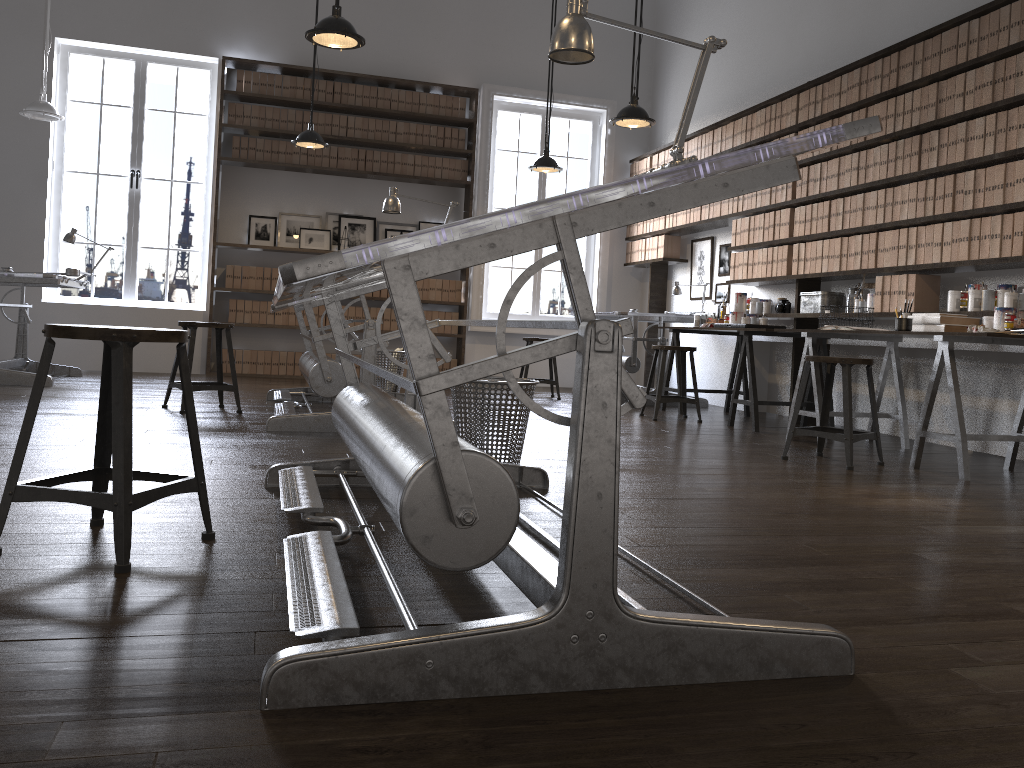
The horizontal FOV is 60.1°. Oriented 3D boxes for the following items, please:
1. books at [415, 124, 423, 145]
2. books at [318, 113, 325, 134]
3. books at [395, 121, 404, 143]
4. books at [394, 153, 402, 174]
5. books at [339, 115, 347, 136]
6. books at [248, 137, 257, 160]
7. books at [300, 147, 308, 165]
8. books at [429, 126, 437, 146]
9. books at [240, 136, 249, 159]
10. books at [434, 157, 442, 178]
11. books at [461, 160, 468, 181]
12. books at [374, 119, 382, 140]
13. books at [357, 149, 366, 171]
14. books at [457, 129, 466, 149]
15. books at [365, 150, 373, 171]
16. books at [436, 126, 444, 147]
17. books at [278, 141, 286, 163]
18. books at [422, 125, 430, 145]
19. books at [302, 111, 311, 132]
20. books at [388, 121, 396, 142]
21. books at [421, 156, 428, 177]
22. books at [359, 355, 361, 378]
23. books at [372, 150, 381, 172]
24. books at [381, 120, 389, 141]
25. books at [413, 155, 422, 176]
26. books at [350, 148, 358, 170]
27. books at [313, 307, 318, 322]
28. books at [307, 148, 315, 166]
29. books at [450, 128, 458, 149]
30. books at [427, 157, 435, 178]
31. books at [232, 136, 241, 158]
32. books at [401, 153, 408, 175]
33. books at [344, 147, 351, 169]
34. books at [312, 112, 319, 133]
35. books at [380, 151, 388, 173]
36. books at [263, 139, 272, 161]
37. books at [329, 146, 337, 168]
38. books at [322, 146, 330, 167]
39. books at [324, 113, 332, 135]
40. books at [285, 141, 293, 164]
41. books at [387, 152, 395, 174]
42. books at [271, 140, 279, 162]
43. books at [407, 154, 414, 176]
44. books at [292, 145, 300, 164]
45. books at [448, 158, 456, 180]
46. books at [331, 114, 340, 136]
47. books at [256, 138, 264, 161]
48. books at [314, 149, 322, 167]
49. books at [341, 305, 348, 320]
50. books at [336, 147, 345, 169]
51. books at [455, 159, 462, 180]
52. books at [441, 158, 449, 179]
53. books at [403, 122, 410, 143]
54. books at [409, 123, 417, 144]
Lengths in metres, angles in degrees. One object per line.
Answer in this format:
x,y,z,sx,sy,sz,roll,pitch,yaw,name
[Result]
-0.952,-2.502,8.972,0.066,0.225,0.175,3,1,-16,books
-1.880,-2.536,8.713,0.066,0.225,0.175,3,1,-16,books
-1.141,-2.509,8.917,0.066,0.225,0.175,3,1,-16,books
-1.162,-2.198,8.914,0.067,0.226,0.175,3,1,-16,books
-1.679,-2.529,8.768,0.066,0.225,0.175,3,1,-16,books
-2.507,-2.248,8.549,0.066,0.225,0.175,3,1,-16,books
-2.041,-2.230,8.672,0.067,0.226,0.175,3,1,-16,books
-0.815,-2.497,9.006,0.066,0.225,0.175,3,1,-16,books
-2.577,-2.250,8.524,0.067,0.226,0.175,3,1,-16,books
-0.766,-2.183,9.027,0.066,0.225,0.175,3,1,-16,books
-0.505,-2.174,9.101,0.066,0.225,0.175,3,1,-16,books
-1.347,-2.517,8.864,0.066,0.225,0.175,3,1,-16,books
-1.504,-2.210,8.820,0.067,0.226,0.175,3,1,-16,books
-0.530,-2.487,9.087,0.066,0.225,0.175,3,1,-16,books
-1.433,-2.208,8.846,0.066,0.225,0.175,3,1,-16,books
-0.747,-2.495,9.029,0.066,0.225,0.175,3,1,-16,books
-2.235,-2.237,8.617,0.067,0.226,0.175,3,1,-16,books
-0.884,-2.500,8.991,0.066,0.225,0.175,3,1,-16,books
-2.013,-2.541,8.673,0.067,0.226,0.175,3,1,-16,books
-1.210,-2.512,8.895,0.067,0.226,0.175,3,1,-16,books
-0.901,-2.188,8.992,0.066,0.225,0.175,3,1,-16,books
-1.500,-0.177,8.863,0.067,0.226,0.175,3,1,-16,books
-1.364,-2.205,8.860,0.066,0.225,0.175,3,1,-16,books
-1.279,-2.514,8.880,0.066,0.225,0.175,3,1,-16,books
-0.968,-2.191,8.969,0.067,0.226,0.175,3,1,-16,books
-1.577,-2.213,8.806,0.066,0.225,0.175,3,1,-16,books
-1.952,-0.676,8.730,0.066,0.225,0.175,3,1,-16,books
-1.974,-2.228,8.695,0.066,0.225,0.175,3,1,-16,books
-0.604,-2.489,9.069,0.066,0.225,0.175,3,1,-16,books
-0.834,-2.186,9.012,0.066,0.225,0.175,3,1,-16,books
-2.650,-2.253,8.509,0.066,0.225,0.175,3,1,-16,books
-1.099,-2.196,8.936,0.066,0.225,0.175,3,1,-16,books
-1.639,-2.216,8.786,0.066,0.225,0.175,3,1,-16,books
-1.943,-2.539,8.698,0.066,0.225,0.175,3,1,-16,books
-1.297,-2.203,8.883,0.066,0.225,0.175,3,1,-16,books
-2.370,-2.243,8.586,0.066,0.225,0.175,3,1,-16,books
-1.769,-2.220,8.746,0.066,0.225,0.175,3,1,-16,books
-1.839,-2.223,8.730,0.066,0.225,0.175,3,1,-16,books
-1.818,-2.534,8.726,0.067,0.226,0.175,3,1,-16,books
-2.172,-2.235,8.640,0.066,0.225,0.175,3,1,-16,books
-1.228,-2.201,8.902,0.066,0.225,0.175,3,1,-16,books
-2.302,-2.240,8.605,0.066,0.225,0.175,3,1,-16,books
-1.038,-2.193,8.952,0.066,0.225,0.175,3,1,-16,books
-2.111,-2.233,8.655,0.066,0.225,0.175,3,1,-16,books
-0.632,-2.178,9.060,0.067,0.226,0.175,3,1,-16,books
-1.748,-2.531,8.745,0.066,0.225,0.175,3,1,-16,books
-2.437,-2.245,8.563,0.066,0.225,0.175,3,1,-16,books
-1.908,-2.226,8.715,0.066,0.225,0.175,3,1,-16,books
-1.676,-0.666,8.804,0.066,0.225,0.175,3,1,-16,books
-1.699,-2.217,8.765,0.067,0.226,0.175,3,1,-16,books
-0.572,-2.176,9.082,0.066,0.225,0.175,3,1,-16,books
-0.696,-2.181,9.043,0.066,0.225,0.175,3,1,-16,books
-1.081,-2.507,8.935,0.066,0.225,0.175,3,1,-16,books
-1.015,-2.504,8.948,0.067,0.226,0.175,3,1,-16,books
